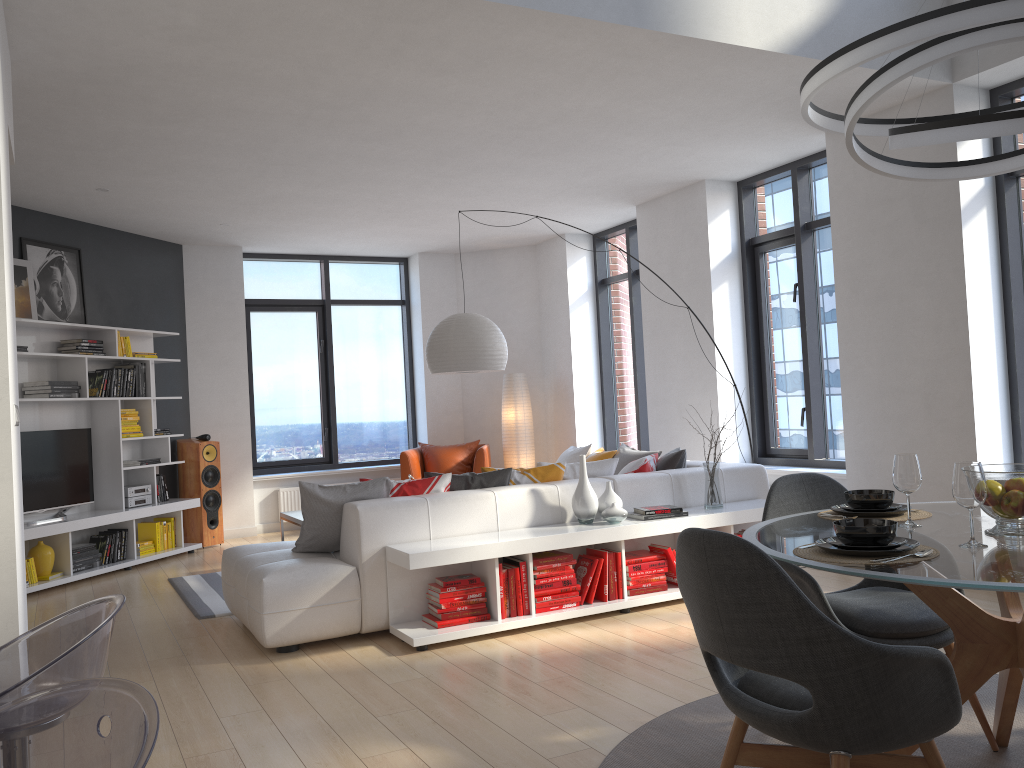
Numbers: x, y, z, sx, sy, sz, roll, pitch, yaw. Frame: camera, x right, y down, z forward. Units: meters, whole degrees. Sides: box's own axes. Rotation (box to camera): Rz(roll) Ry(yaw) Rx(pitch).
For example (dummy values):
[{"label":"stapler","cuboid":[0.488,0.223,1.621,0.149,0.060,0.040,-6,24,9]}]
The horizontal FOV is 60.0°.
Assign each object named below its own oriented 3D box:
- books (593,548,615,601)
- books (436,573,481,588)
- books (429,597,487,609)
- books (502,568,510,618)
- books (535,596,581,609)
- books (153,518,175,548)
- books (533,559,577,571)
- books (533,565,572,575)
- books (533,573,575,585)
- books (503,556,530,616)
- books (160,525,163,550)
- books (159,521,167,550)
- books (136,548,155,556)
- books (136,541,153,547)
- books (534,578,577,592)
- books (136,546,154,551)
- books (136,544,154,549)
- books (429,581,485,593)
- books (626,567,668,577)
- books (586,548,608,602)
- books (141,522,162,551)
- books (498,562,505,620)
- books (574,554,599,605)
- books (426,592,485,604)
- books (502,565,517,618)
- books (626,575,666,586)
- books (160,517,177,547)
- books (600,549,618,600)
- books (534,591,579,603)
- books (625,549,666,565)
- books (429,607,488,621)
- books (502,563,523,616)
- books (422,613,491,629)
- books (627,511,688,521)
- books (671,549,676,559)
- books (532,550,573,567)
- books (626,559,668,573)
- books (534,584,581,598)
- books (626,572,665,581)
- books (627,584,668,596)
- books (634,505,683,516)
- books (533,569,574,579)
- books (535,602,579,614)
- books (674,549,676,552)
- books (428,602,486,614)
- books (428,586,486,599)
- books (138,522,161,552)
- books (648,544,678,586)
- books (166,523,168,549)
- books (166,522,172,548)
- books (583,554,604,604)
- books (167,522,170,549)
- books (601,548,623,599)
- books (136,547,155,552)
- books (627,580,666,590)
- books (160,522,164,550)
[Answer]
[{"label":"books","cuboid":[0.513,1.091,5.094,0.038,0.270,0.215,-2,-2,-27]},{"label":"books","cuboid":[-0.290,1.050,4.739,0.206,0.029,0.152,-3,-1,-21]},{"label":"books","cuboid":[-0.291,1.155,4.740,0.257,0.025,0.182,-2,-2,-27]},{"label":"books","cuboid":[-0.073,1.121,4.804,0.031,0.255,0.181,-2,-2,-27]},{"label":"books","cuboid":[0.214,1.194,4.914,0.282,0.030,0.188,-2,-2,-26]},{"label":"books","cuboid":[-3.168,1.356,8.080,0.204,0.270,0.029,-3,-1,18]},{"label":"books","cuboid":[0.197,0.998,4.940,0.266,0.026,0.187,-2,-2,-33]},{"label":"books","cuboid":[0.178,1.025,4.936,0.257,0.025,0.182,-2,-2,-27]},{"label":"books","cuboid":[0.191,1.073,4.936,0.261,0.027,0.191,-2,-2,-31]},{"label":"books","cuboid":[0.023,1.100,4.849,0.049,0.291,0.214,-2,-2,-27]},{"label":"books","cuboid":[-3.192,1.376,7.923,0.156,0.229,0.024,-3,-1,18]},{"label":"books","cuboid":[-3.193,1.364,7.974,0.185,0.250,0.035,-3,-1,18]},{"label":"books","cuboid":[-3.249,1.472,7.763,0.147,0.033,0.190,-3,-1,18]},{"label":"books","cuboid":[-3.265,1.400,7.766,0.138,0.026,0.186,-3,-1,18]},{"label":"books","cuboid":[0.187,1.106,4.951,0.279,0.039,0.206,-2,-2,-26]},{"label":"books","cuboid":[-3.238,1.434,7.755,0.113,0.018,0.169,-4,-1,19]},{"label":"books","cuboid":[-3.251,1.420,7.766,0.134,0.014,0.187,-3,-1,18]},{"label":"books","cuboid":[-0.299,1.077,4.743,0.254,0.025,0.178,-2,-2,-28]},{"label":"books","cuboid":[0.753,1.094,5.221,0.261,0.027,0.191,-2,-1,-23]},{"label":"books","cuboid":[0.486,1.087,5.062,0.046,0.282,0.199,-2,-2,-27]},{"label":"books","cuboid":[-3.219,1.360,7.912,0.199,0.263,0.015,-3,-1,18]},{"label":"books","cuboid":[-0.103,1.105,4.786,0.036,0.294,0.208,-2,-2,-27]},{"label":"books","cuboid":[0.391,1.106,5.020,0.144,0.247,0.188,-2,-2,-27]},{"label":"books","cuboid":[-0.304,1.131,4.753,0.261,0.028,0.191,-2,-2,-27]},{"label":"books","cuboid":[-0.043,1.119,4.820,0.034,0.259,0.207,-2,-2,-27]},{"label":"books","cuboid":[0.748,1.143,5.220,0.257,0.025,0.182,-2,-2,-27]},{"label":"books","cuboid":[-3.168,1.357,8.108,0.213,0.270,0.025,-3,-1,18]},{"label":"books","cuboid":[0.545,1.092,5.099,0.028,0.266,0.188,-2,-2,-27]},{"label":"books","cuboid":[0.210,1.168,4.918,0.266,0.026,0.187,-2,-2,-28]},{"label":"books","cuboid":[0.723,1.028,5.255,0.301,0.032,0.227,-2,-2,-27]},{"label":"books","cuboid":[-0.290,1.210,4.739,0.259,0.034,0.206,-2,-1,-24]},{"label":"books","cuboid":[-0.005,1.117,4.829,0.042,0.259,0.195,-2,-2,-27]},{"label":"books","cuboid":[-0.299,1.244,4.724,0.301,0.032,0.227,-2,-2,-27]},{"label":"books","cuboid":[0.858,0.778,5.298,0.300,0.026,0.245,-2,-1,-22]},{"label":"books","cuboid":[0.975,1.090,5.319,0.148,0.232,0.171,-2,-1,-25]},{"label":"books","cuboid":[0.176,0.970,4.940,0.259,0.034,0.206,-2,-2,-30]},{"label":"books","cuboid":[0.742,1.062,5.236,0.279,0.039,0.206,-2,-2,-28]},{"label":"books","cuboid":[0.195,1.141,4.952,0.301,0.032,0.227,-2,-2,-27]},{"label":"books","cuboid":[0.749,1.120,5.213,0.236,0.023,0.178,-2,-2,-27]},{"label":"books","cuboid":[0.749,1.198,5.220,0.259,0.034,0.206,-2,-1,-24]},{"label":"books","cuboid":[0.867,0.750,5.276,0.238,0.027,0.188,-3,-1,-14]},{"label":"books","cuboid":[0.200,1.047,4.937,0.236,0.023,0.178,-2,-2,-27]},{"label":"books","cuboid":[0.205,1.224,4.928,0.274,0.029,0.200,-2,-2,-27]},{"label":"books","cuboid":[1.025,1.094,5.344,0.186,0.223,0.188,-2,-2,-27]},{"label":"books","cuboid":[-0.296,1.181,4.728,0.266,0.026,0.187,-3,-1,-21]},{"label":"books","cuboid":[-0.295,1.102,4.740,0.269,0.028,0.179,-2,-2,-26]},{"label":"books","cuboid":[-3.226,1.361,7.882,0.198,0.255,0.044,-3,-1,18]},{"label":"books","cuboid":[0.929,1.084,5.303,0.134,0.248,0.192,-2,-2,-27]},{"label":"books","cuboid":[-3.186,1.370,8.002,0.169,0.239,0.023,-3,-1,18]},{"label":"books","cuboid":[-3.170,1.373,8.050,0.172,0.234,0.024,-3,-1,18]},{"label":"books","cuboid":[0.431,1.105,5.033,0.115,0.245,0.192,-2,-2,-27]},{"label":"books","cuboid":[-3.175,1.373,8.024,0.172,0.234,0.024,-3,-1,18]},{"label":"books","cuboid":[0.575,1.088,5.098,0.028,0.269,0.181,-2,-2,-27]},{"label":"books","cuboid":[-3.254,1.449,7.765,0.148,0.011,0.196,-3,-1,18]},{"label":"books","cuboid":[0.743,1.169,5.209,0.266,0.026,0.187,-3,-1,-21]},{"label":"books","cuboid":[-3.204,1.364,7.949,0.180,0.251,0.019,-3,-1,18]}]
